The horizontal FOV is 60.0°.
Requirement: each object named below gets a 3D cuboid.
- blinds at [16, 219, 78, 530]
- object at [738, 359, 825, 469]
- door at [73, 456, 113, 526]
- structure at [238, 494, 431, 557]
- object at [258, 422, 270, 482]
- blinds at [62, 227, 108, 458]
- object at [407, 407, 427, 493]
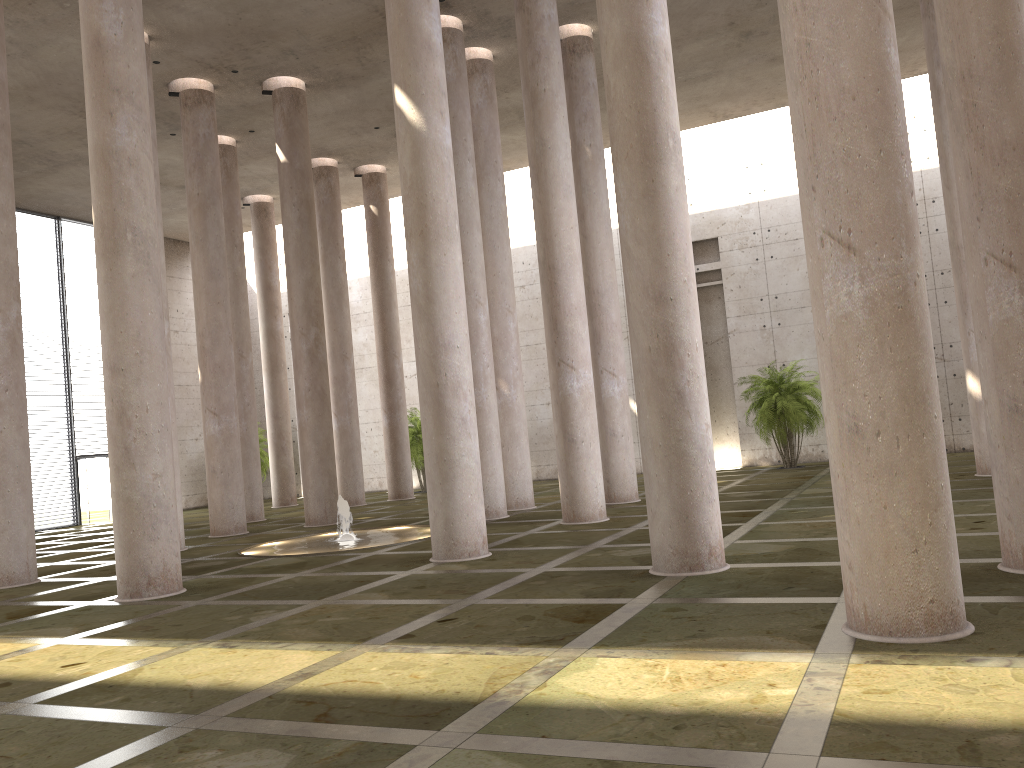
[{"bbox_3d":[-15.352,-0.359,29.131,0.202,10.110,1.676,-7,-4,25],"label":"blinds"},{"bbox_3d":[7.935,0.920,25.649,2.483,3.247,2.333,-4,-4,-27],"label":"object"},{"bbox_3d":[-14.254,3.592,30.311,0.761,2.300,2.132,-6,-3,5],"label":"door"},{"bbox_3d":[-3.094,2.690,16.563,3.913,1.279,3.916,-5,-3,-3],"label":"structure"},{"bbox_3d":[-10.357,3.109,34.234,2.483,3.247,2.333,-7,-4,28],"label":"object"},{"bbox_3d":[-14.642,-1.437,30.780,0.202,7.905,1.676,-7,-4,25],"label":"blinds"},{"bbox_3d":[-3.109,2.320,30.791,2.151,3.126,2.290,-6,-3,8],"label":"object"}]
